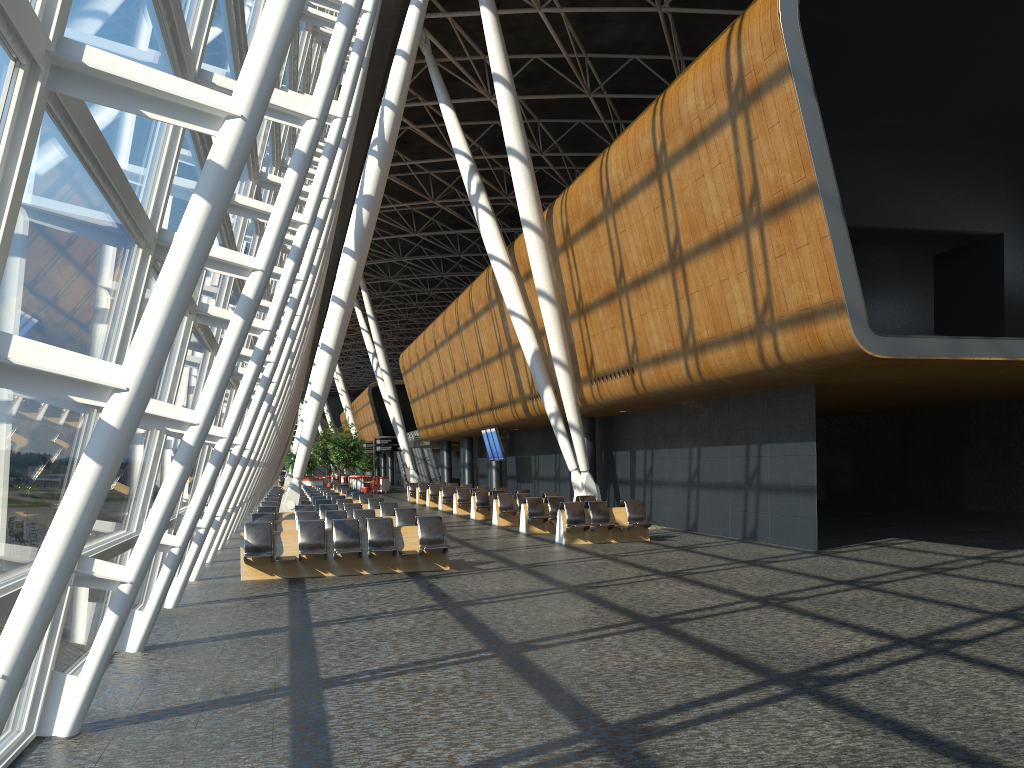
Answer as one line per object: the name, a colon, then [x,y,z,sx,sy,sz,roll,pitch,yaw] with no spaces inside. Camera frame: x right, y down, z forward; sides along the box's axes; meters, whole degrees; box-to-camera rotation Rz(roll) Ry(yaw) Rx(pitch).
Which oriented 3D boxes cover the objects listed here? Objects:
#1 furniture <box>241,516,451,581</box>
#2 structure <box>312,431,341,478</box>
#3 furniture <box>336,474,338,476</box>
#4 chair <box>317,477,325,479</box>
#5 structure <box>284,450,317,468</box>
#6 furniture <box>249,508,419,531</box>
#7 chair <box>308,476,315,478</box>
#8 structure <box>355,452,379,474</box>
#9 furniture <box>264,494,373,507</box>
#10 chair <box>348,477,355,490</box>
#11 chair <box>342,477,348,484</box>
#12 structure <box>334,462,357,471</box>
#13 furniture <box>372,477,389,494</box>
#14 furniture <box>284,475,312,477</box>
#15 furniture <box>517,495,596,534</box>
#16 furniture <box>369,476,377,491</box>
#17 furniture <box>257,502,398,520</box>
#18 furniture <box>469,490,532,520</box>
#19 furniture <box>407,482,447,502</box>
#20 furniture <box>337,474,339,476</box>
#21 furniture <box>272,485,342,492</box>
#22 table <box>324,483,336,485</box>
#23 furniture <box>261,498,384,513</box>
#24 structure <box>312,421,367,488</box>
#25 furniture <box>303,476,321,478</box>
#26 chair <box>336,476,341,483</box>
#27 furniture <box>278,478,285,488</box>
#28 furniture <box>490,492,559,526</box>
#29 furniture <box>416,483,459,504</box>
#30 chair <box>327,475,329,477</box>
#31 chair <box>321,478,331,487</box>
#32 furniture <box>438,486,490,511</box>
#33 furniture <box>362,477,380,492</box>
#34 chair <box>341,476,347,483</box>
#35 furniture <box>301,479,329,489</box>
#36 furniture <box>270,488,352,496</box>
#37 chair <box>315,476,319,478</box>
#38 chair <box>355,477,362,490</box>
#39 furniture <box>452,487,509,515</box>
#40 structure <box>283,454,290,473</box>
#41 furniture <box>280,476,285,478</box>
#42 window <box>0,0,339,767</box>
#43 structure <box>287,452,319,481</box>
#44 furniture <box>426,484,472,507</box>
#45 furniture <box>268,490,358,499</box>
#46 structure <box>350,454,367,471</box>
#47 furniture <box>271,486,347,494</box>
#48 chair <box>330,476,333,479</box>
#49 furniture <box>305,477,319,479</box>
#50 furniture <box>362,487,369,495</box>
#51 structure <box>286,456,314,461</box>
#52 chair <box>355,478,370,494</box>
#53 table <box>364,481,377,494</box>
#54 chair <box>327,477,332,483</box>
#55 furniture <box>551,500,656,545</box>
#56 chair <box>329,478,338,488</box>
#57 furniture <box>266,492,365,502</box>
furniture: [-2.680,2.621,14.256,3.249,0.869,1.664,0,-4,-14]
structure: [-14.549,6.108,70.921,3.093,4.536,5.752,-1,-3,8]
furniture: [-19.696,10.956,103.411,1.895,0.869,1.664,0,-4,-14]
chair: [-13.489,7.030,61.807,0.623,1.011,0.661,-1,-1,11]
structure: [-13.045,5.383,54.384,1.916,2.971,1.867,-1,-1,-40]
furniture: [-3.422,2.897,17.163,3.249,0.869,1.664,0,-4,-14]
chair: [-15.720,7.672,68.451,0.662,1.011,0.622,-2,-1,41]
structure: [-10.494,6.250,63.656,1.782,2.781,1.731,-2,-1,33]
furniture: [-5.649,3.725,25.882,3.249,0.869,1.664,0,-4,-14]
chair: [-10.036,6.472,56.409,0.623,1.011,0.660,-1,-1,21]
chair: [-10.591,6.577,57.451,0.661,1.011,0.622,-2,-1,21]
structure: [-12.523,6.225,66.781,2.279,3.479,2.220,-1,-1,-2]
furniture: [-8.123,6.304,54.994,0.888,1.007,2.836,-1,-4,-2]
furniture: [-22.068,9.826,90.182,3.249,0.869,1.664,0,-4,-14]
furniture: [1.176,3.200,21.672,1.895,0.869,1.664,0,-4,-14]
furniture: [-9.977,6.993,62.256,0.888,1.007,2.836,-1,-4,-2]
furniture: [-4.164,3.173,20.069,3.249,0.869,1.664,0,-4,-14]
furniture: [-0.308,3.751,27.485,1.895,0.869,1.664,0,-4,-14]
furniture: [-4.019,5.130,42.017,1.895,0.869,1.664,0,-4,-14]
furniture: [-18.954,10.680,100.504,1.895,0.869,1.664,0,-4,-14]
furniture: [-9.359,5.104,40.415,3.249,0.869,1.664,0,-4,-14]
table: [-10.741,6.251,52.308,0.798,0.750,0.800,1,-3,-43]
furniture: [-4.906,3.449,22.976,3.249,0.869,1.664,0,-4,-14]
structure: [-11.021,4.640,55.351,3.090,4.536,5.816,-1,-3,-22]
furniture: [-16.459,7.996,71.903,0.890,1.007,2.831,-2,-4,28]
chair: [-12.445,7.266,64.712,0.661,1.011,0.622,-2,-1,21]
furniture: [-18.357,8.447,75.650,3.249,0.869,1.664,0,-4,-14]
furniture: [0.434,3.475,24.579,1.895,0.869,1.664,0,-4,-14]
furniture: [-3.277,4.854,39.111,1.895,0.869,1.664,0,-4,-14]
chair: [-15.261,7.954,71.722,0.660,1.011,0.623,-1,-1,-29]
chair: [-11.635,6.341,54.546,0.623,1.011,0.661,-1,-1,11]
furniture: [-1.792,4.303,33.298,1.895,0.869,1.664,0,-4,-14]
furniture: [-9.341,6.571,57.689,2.834,1.009,0.888,-5,-4,43]
chair: [-11.890,7.161,63.671,0.623,1.011,0.661,-1,-1,21]
furniture: [-12.109,6.237,53.271,2.834,1.009,0.888,-5,-4,43]
furniture: [-7.875,4.552,34.602,3.249,0.869,1.664,0,-4,-14]
chair: [-15.703,7.794,69.826,0.623,1.011,0.660,-2,-1,41]
chair: [-9.416,6.369,55.404,0.661,1.011,0.622,-2,-1,31]
furniture: [-1.050,4.027,30.391,1.895,0.869,1.664,0,-4,-14]
structure: [-15.049,6.156,61.672,1.807,2.815,1.755,-2,-1,33]
furniture: [-21.326,9.550,87.276,3.249,0.869,1.664,0,-4,-14]
window: [-20.105,2.142,78.591,3.717,14.029,166.683,-1,-5,-14]
structure: [-12.237,5.211,51.595,1.782,2.781,1.731,-2,-1,33]
furniture: [-2.534,4.579,36.204,1.895,0.869,1.664,0,-4,-14]
furniture: [-7.133,4.276,31.695,3.249,0.869,1.664,0,-4,-14]
structure: [-12.757,7.099,73.815,1.937,2.998,1.882,-2,-1,33]
furniture: [-8.617,4.828,37.508,3.249,0.869,1.664,0,-4,-14]
chair: [-13.702,7.624,68.404,0.660,1.011,0.623,-1,-1,-29]
furniture: [-13.963,6.926,60.532,2.834,1.009,0.888,-5,-4,43]
furniture: [-8.816,6.419,53.034,0.443,0.460,0.444,-1,-2,-2]
structure: [-14.003,5.832,58.516,1.834,2.854,1.781,-2,-1,33]
chair: [-9.191,6.267,54.314,0.623,1.011,0.660,-2,-1,31]
table: [-8.808,6.447,54.979,0.798,0.750,0.800,-1,-2,2]
chair: [-12.815,6.908,60.608,0.661,1.011,0.622,-1,-1,11]
furniture: [1.919,2.924,18.766,1.895,0.869,1.664,0,-4,-14]
chair: [-10.961,6.219,53.346,0.661,1.011,0.622,-1,-1,11]
furniture: [-6.391,4.000,28.789,3.249,0.869,1.664,0,-4,-14]
